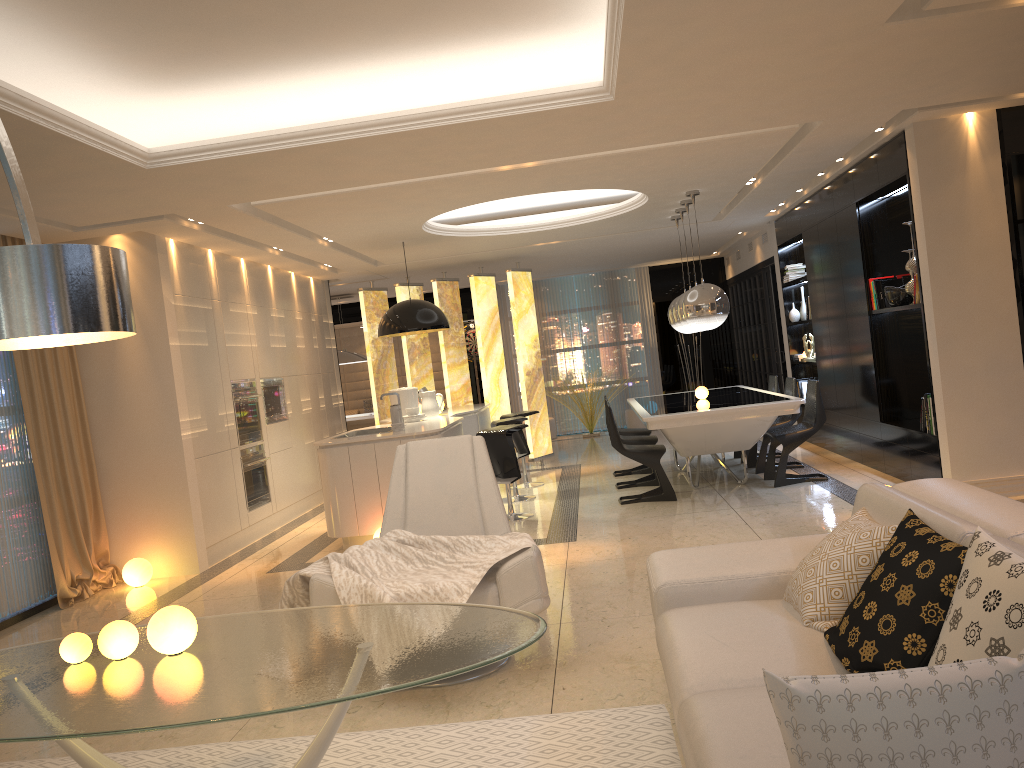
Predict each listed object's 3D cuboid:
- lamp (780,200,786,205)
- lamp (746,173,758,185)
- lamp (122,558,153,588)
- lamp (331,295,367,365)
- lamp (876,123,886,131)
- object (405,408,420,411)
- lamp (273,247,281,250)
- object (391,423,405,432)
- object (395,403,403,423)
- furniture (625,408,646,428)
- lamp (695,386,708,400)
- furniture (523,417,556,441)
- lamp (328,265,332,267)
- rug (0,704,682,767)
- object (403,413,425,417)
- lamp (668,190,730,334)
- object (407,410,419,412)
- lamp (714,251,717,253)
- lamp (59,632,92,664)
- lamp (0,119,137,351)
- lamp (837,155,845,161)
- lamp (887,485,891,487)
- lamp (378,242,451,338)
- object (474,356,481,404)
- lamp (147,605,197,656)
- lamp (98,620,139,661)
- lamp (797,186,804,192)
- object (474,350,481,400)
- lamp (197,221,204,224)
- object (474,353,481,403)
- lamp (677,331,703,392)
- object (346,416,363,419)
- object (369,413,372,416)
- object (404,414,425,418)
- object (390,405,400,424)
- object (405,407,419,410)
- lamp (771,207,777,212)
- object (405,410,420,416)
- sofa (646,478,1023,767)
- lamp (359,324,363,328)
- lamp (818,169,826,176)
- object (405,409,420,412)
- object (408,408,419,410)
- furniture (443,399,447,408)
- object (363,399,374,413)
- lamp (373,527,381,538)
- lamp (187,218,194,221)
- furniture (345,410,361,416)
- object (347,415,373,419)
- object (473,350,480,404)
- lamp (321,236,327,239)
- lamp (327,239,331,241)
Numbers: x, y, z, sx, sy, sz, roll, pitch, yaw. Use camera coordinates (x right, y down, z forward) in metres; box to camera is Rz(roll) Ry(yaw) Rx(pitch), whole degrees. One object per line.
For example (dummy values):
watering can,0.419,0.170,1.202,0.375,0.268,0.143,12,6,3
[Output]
lamp,2.899,-1.996,9.584,0.107,0.127,0.107,-7,1,-14
lamp,2.114,-1.858,7.897,0.107,0.127,0.271,-7,1,5
lamp,-2.808,1.413,6.650,0.212,0.214,0.213,-8,2,-34
lamp,-2.909,-0.752,13.275,1.578,0.995,0.939,-7,1,5
lamp,2.624,-1.882,6.370,0.107,0.127,0.107,-7,1,-14
object,-0.935,0.264,8.349,0.138,0.051,0.138,-8,2,-37
lamp,-2.208,-1.343,8.414,0.107,0.127,0.270,-7,1,5
object,-0.926,0.352,7.199,0.111,0.062,0.111,-6,2,26
object,-0.950,0.271,7.391,0.071,0.219,0.071,-7,2,-18
furniture,2.202,0.534,14.319,0.735,0.357,0.735,-8,2,-23
lamp,1.802,0.084,8.427,0.125,0.125,0.125,-8,2,-34
furniture,0.356,0.753,14.577,0.735,0.357,0.735,-7,1,7
lamp,-2.063,-1.403,10.105,0.107,0.127,0.107,-7,1,1
rug,-0.913,1.385,2.613,2.900,0.020,1.661,-7,1,5
object,-0.931,0.301,8.349,0.229,0.016,0.229,-6,2,35
lamp,1.718,-1.108,8.510,0.408,1.226,1.827,-7,1,5
object,-0.934,0.276,8.349,0.138,0.051,0.138,-8,2,-37
lamp,3.218,-2.150,14.147,0.107,0.127,0.107,-7,1,-14
lamp,-1.331,0.806,2.708,0.090,0.091,0.090,-8,2,-34
lamp,-1.146,0.181,1.319,0.393,2.519,2.009,-7,1,5
lamp,2.709,-1.918,7.371,0.107,0.127,0.107,-7,1,-14
lamp,2.494,0.782,5.932,0.212,0.214,0.213,-6,2,45
lamp,-1.010,-0.945,8.681,0.710,0.898,0.710,-7,1,15
object,-0.532,0.235,14.471,0.026,1.605,0.027,-6,2,43
lamp,-1.026,0.743,2.680,0.143,0.143,0.143,-7,1,-10
lamp,-1.196,0.777,2.696,0.115,0.115,0.115,-6,2,31
lamp,2.830,-1.968,8.775,0.107,0.127,0.107,-7,1,-14
object,-0.524,0.233,14.566,0.026,1.605,0.027,-6,2,43
lamp,-2.352,-1.283,6.736,0.107,0.127,0.107,-7,1,-6
object,-0.528,0.235,14.518,0.026,1.605,0.027,-6,2,43
lamp,2.940,-0.286,14.471,0.418,1.801,0.200,-7,1,5
object,-2.793,0.556,13.538,1.605,0.026,0.028,-7,1,10
object,-2.113,0.466,13.238,0.057,0.057,0.057,-8,2,-25
object,-0.930,0.305,8.349,0.229,0.016,0.229,-6,2,35
object,-0.959,0.275,7.284,0.071,0.219,0.071,-7,1,-4
object,-0.936,0.253,8.349,0.138,0.051,0.138,-8,2,-37
lamp,2.937,-2.012,10.031,0.107,0.127,0.107,-7,1,-14
object,-0.933,0.281,8.349,0.138,0.051,0.138,-8,2,-37
sofa,1.001,0.783,2.349,1.145,0.754,2.328,-7,1,5
lamp,-2.698,-1.075,15.965,0.107,0.127,0.107,-7,1,-14
lamp,2.760,-1.939,7.965,0.107,0.127,0.107,-7,1,-14
object,-0.934,0.270,8.349,0.138,0.051,0.138,-8,2,-37
object,-0.936,0.258,8.349,0.138,0.051,0.138,-8,2,-37
furniture,-1.537,0.730,15.696,1.312,0.810,1.107,-7,1,5
object,-2.555,0.530,16.137,0.247,0.522,0.124,-7,1,5
lamp,-0.949,1.183,6.737,0.212,0.214,0.213,-8,2,-34
lamp,-2.366,-1.277,6.573,0.107,0.127,0.107,-7,1,-6
furniture,-3.423,0.956,15.866,1.312,0.810,1.107,-7,1,5
object,-2.819,0.569,13.157,1.605,0.026,0.028,-7,1,-15
object,-0.536,0.237,14.423,0.026,1.605,0.027,-6,2,43
lamp,-1.709,-1.397,8.160,0.107,0.127,0.107,-7,1,-14
lamp,-1.695,-1.403,8.323,0.107,0.127,0.107,-7,1,-14
